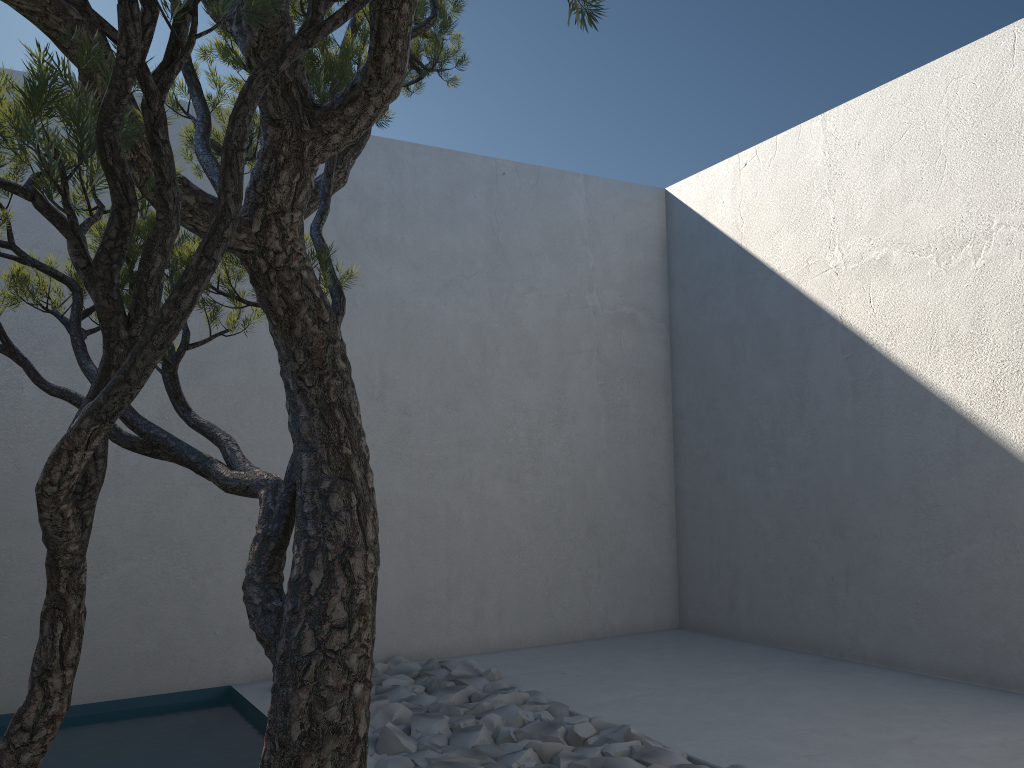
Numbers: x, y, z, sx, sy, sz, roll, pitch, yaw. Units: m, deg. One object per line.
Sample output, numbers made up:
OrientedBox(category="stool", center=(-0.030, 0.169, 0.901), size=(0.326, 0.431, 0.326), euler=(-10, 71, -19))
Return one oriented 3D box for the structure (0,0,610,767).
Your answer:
OrientedBox(category="structure", center=(-0.564, -0.439, 1.146), size=(2.588, 3.455, 2.530), euler=(1, -5, -36))
